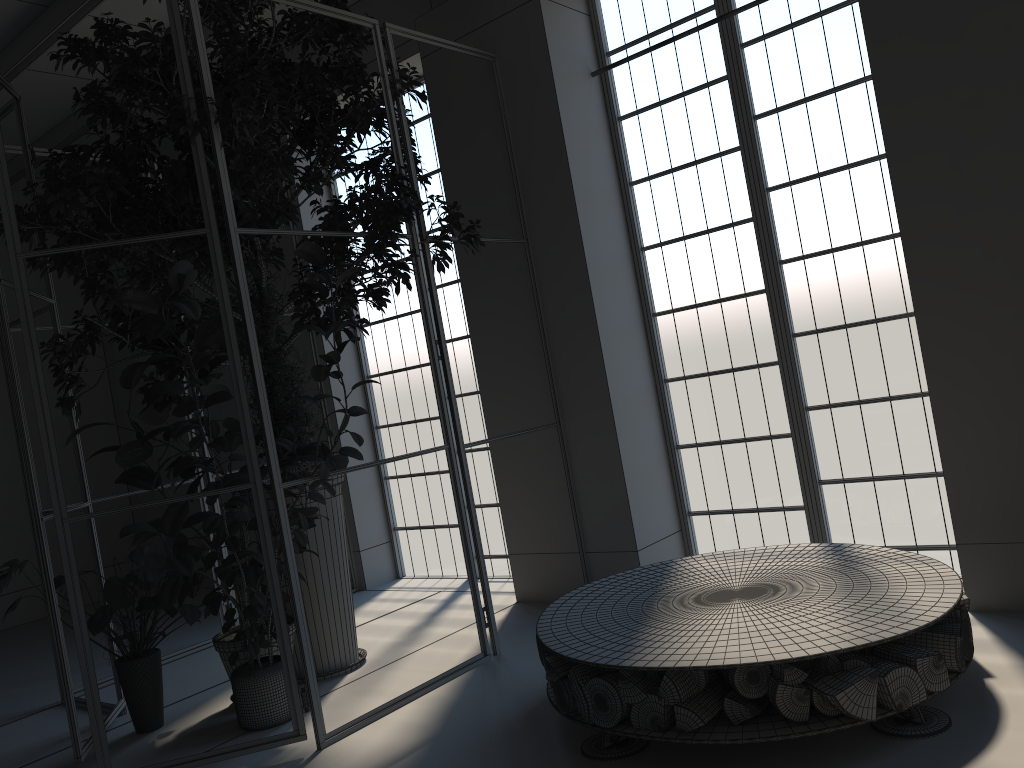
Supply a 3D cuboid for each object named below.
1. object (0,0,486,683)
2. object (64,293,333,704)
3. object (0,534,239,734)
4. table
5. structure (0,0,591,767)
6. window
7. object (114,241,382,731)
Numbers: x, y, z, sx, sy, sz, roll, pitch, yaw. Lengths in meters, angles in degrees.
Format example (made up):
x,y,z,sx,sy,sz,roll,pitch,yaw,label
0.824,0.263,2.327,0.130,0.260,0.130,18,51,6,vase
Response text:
x,y,z,sx,sy,sz,roll,pitch,yaw,label
-1.358,-0.436,4.808,2.486,4.154,2.243,-10,0,11,object
-1.616,0.603,4.689,1.270,2.157,0.868,-10,0,-20,object
-1.906,1.261,4.407,0.920,1.001,1.125,-10,0,37,object
0.963,1.051,3.683,1.708,0.387,1.709,-10,0,31,table
-1.529,-0.013,5.193,2.452,3.454,2.994,-10,0,39,structure
2.455,-0.913,4.261,9.755,3.834,0.070,-10,0,39,window
-1.258,0.546,4.143,1.253,2.183,1.309,-10,0,-40,object
